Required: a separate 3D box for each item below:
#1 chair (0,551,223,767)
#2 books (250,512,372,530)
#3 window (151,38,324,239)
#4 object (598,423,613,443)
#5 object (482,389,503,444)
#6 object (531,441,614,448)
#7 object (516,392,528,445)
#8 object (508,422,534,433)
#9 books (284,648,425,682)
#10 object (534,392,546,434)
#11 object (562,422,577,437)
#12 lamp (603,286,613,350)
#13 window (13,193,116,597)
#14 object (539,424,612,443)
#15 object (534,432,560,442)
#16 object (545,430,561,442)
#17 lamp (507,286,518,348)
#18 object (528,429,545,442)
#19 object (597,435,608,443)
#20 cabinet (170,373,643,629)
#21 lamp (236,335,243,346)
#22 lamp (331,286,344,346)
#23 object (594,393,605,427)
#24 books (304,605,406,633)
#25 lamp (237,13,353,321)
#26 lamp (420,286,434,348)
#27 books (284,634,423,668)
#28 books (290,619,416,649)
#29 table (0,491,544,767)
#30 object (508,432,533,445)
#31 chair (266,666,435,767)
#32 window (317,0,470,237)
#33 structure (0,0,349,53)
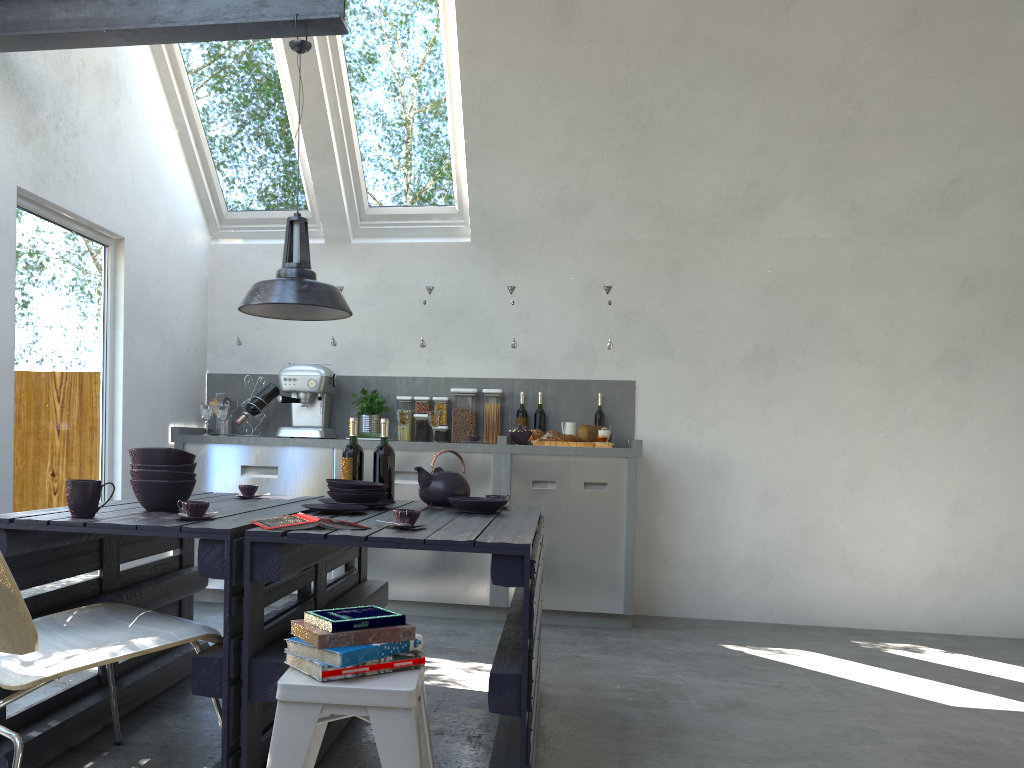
[{"bbox_3d":[-1.235,0.769,2.442,0.736,0.819,0.728,1,-2,36],"label":"chair"},{"bbox_3d":[-0.590,0.399,2.551,0.291,0.030,0.233,4,-4,-25],"label":"books"},{"bbox_3d":[-1.670,-1.707,5.326,0.845,1.396,1.465,2,-2,5],"label":"window"},{"bbox_3d":[0.544,0.288,5.154,0.069,0.121,0.077,2,0,-38],"label":"object"},{"bbox_3d":[-0.125,0.214,5.589,0.130,0.354,0.126,2,0,6],"label":"object"},{"bbox_3d":[0.356,0.360,5.201,0.479,0.028,0.303,1,-4,8],"label":"object"},{"bbox_3d":[0.063,0.223,5.562,0.073,0.345,0.072,2,1,0],"label":"object"},{"bbox_3d":[0.049,0.273,5.170,0.157,0.095,0.144,2,-3,-8],"label":"object"},{"bbox_3d":[-0.383,0.664,2.123,0.269,0.035,0.209,5,-5,-37],"label":"books"},{"bbox_3d":[0.176,0.225,5.542,0.074,0.345,0.070,2,1,10],"label":"object"},{"bbox_3d":[0.353,0.294,5.309,0.085,0.119,0.085,1,-1,28],"label":"object"},{"bbox_3d":[0.593,-0.413,5.370,0.061,0.437,0.328,2,-1,3],"label":"lamp"},{"bbox_3d":[-2.274,0.226,4.383,0.060,2.129,0.971,2,0,3],"label":"window"},{"bbox_3d":[0.371,0.292,5.210,0.436,0.112,0.132,3,-2,-21],"label":"object"},{"bbox_3d":[0.190,0.318,5.288,0.206,0.059,0.191,0,-4,27],"label":"object"},{"bbox_3d":[0.250,0.317,5.334,0.112,0.077,0.126,4,-3,-40],"label":"object"},{"bbox_3d":[0.012,-0.425,5.474,0.058,0.435,0.342,2,-1,-7],"label":"lamp"},{"bbox_3d":[0.148,0.310,5.286,0.112,0.077,0.126,4,-3,-40],"label":"object"},{"bbox_3d":[0.526,0.321,5.099,0.058,0.046,0.060,2,-2,-9],"label":"object"},{"bbox_3d":[-0.686,0.672,5.484,2.906,1.479,0.557,1,0,10],"label":"cabinet"},{"bbox_3d":[-1.743,-0.456,5.772,0.061,0.437,0.328,2,-1,3],"label":"lamp"},{"bbox_3d":[-1.129,-0.446,5.671,0.058,0.435,0.342,2,-1,-7],"label":"lamp"},{"bbox_3d":[0.548,0.231,5.478,0.064,0.345,0.060,2,1,10],"label":"object"},{"bbox_3d":[-0.382,0.569,2.122,0.193,0.025,0.152,5,-5,-37],"label":"books"},{"bbox_3d":[-0.802,-0.814,3.279,0.439,1.097,0.423,2,0,7],"label":"lamp"},{"bbox_3d":[-0.549,-0.434,5.567,0.061,0.437,0.328,2,-1,3],"label":"lamp"},{"bbox_3d":[-0.382,0.630,2.122,0.210,0.033,0.268,-1,-5,37],"label":"books"},{"bbox_3d":[-0.387,0.597,2.122,0.241,0.032,0.184,4,-5,-32],"label":"books"},{"bbox_3d":[-0.714,0.844,3.122,1.631,0.797,1.484,1,-3,7],"label":"table"},{"bbox_3d":[0.048,0.323,5.171,0.139,0.079,0.155,4,-4,-36],"label":"object"},{"bbox_3d":[-0.382,0.936,2.111,0.423,0.504,0.435,2,-1,1],"label":"chair"},{"bbox_3d":[-0.678,-1.697,5.147,0.845,1.389,1.458,2,-2,5],"label":"window"},{"bbox_3d":[-1.885,-1.453,3.458,2.572,0.209,0.133,1,-1,10],"label":"structure"}]
